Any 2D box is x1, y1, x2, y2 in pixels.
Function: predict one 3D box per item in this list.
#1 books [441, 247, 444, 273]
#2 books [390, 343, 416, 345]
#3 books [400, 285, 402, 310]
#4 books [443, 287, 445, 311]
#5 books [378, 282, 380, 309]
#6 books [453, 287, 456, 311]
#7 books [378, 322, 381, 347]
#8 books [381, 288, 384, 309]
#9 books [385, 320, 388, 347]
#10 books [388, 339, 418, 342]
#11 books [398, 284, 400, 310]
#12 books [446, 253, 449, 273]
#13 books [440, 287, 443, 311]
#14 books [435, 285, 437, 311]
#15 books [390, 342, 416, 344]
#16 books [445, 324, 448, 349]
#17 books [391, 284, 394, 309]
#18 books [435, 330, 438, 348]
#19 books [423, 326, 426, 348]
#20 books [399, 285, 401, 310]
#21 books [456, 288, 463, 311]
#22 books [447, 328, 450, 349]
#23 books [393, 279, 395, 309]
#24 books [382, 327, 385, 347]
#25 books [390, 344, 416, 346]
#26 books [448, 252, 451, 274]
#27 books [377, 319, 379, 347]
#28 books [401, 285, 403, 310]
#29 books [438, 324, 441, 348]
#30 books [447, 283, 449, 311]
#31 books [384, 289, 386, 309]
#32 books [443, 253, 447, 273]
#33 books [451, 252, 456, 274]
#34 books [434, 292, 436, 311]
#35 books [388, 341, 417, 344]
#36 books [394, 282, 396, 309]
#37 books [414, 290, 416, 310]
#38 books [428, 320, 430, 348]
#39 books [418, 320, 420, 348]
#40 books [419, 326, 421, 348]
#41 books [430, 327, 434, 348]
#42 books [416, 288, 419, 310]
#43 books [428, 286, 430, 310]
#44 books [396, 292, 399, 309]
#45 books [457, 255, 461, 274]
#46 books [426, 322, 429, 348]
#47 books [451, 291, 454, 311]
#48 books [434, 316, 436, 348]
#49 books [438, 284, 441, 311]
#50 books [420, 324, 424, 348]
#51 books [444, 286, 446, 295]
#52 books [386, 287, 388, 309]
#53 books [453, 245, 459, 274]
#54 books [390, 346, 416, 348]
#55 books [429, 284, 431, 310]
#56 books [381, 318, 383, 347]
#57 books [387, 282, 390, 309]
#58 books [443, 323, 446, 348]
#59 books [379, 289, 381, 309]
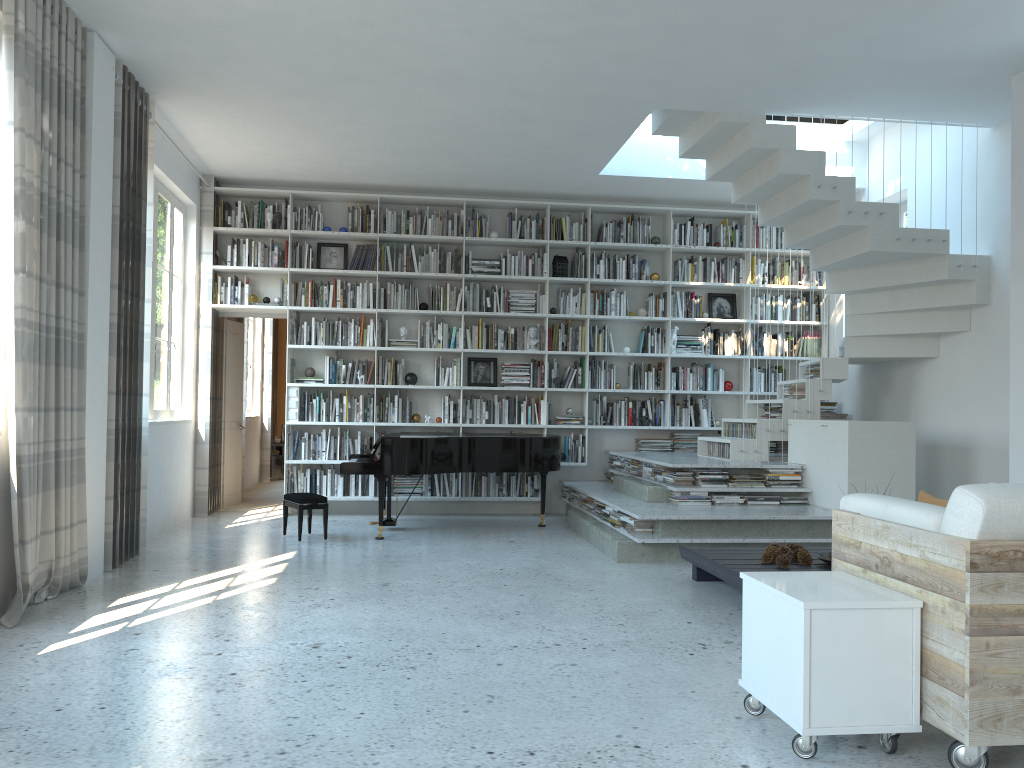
[{"bbox_3d":[-0.704,-1.221,8.895,0.022,0.290,0.146,1,-1,-7],"label":"books"},{"bbox_3d":[-1.085,-0.391,8.820,0.254,0.012,0.161,1,-2,-12],"label":"books"},{"bbox_3d":[-1.103,-0.848,8.830,0.010,0.261,0.169,1,-1,-7],"label":"books"},{"bbox_3d":[-0.683,-0.837,8.880,0.017,0.253,0.139,1,-1,-7],"label":"books"},{"bbox_3d":[-1.323,-0.864,8.809,0.012,0.285,0.159,1,-1,-7],"label":"books"},{"bbox_3d":[-0.578,-0.836,8.887,0.022,0.257,0.155,1,-1,-7],"label":"books"},{"bbox_3d":[-1.310,-0.481,8.798,0.024,0.257,0.134,1,-1,-7],"label":"books"},{"bbox_3d":[-1.289,-0.833,8.820,0.029,0.225,0.136,1,-1,-7],"label":"books"},{"bbox_3d":[-1.244,-0.490,8.808,0.021,0.278,0.136,1,-1,-7],"label":"books"},{"bbox_3d":[-1.085,-0.428,8.822,0.285,0.012,0.159,1,-2,-11],"label":"books"},{"bbox_3d":[-1.121,-0.850,8.802,0.009,0.263,0.189,1,-1,-7],"label":"books"},{"bbox_3d":[-0.651,-1.187,8.885,0.022,0.222,0.161,1,-1,-7],"label":"books"},{"bbox_3d":[-0.705,-0.833,8.853,0.013,0.243,0.189,1,-1,-7],"label":"books"},{"bbox_3d":[-0.764,-0.845,8.880,0.009,0.266,0.149,1,-1,-7],"label":"books"},{"bbox_3d":[-1.086,-0.404,8.824,0.254,0.012,0.161,1,-2,-10],"label":"books"},{"bbox_3d":[-0.661,-0.468,8.889,0.022,0.256,0.152,1,-1,-7],"label":"books"},{"bbox_3d":[-1.187,-0.850,8.809,0.024,0.262,0.177,1,-1,-7],"label":"books"},{"bbox_3d":[-0.758,-0.437,8.876,0.025,0.189,0.140,1,-1,-7],"label":"books"},{"bbox_3d":[-0.874,-0.457,8.866,0.024,0.227,0.137,1,-1,-7],"label":"books"},{"bbox_3d":[-1.111,-0.844,8.804,0.012,0.251,0.184,1,-1,-7],"label":"books"},{"bbox_3d":[-0.533,-0.825,8.871,0.064,0.237,0.209,1,-1,-7],"label":"books"},{"bbox_3d":[-0.637,-0.449,8.892,0.026,0.219,0.150,1,-1,-7],"label":"books"},{"bbox_3d":[-1.172,-0.877,8.825,0.011,0.317,0.154,1,-1,-7],"label":"books"},{"bbox_3d":[-1.272,-0.457,8.810,0.034,0.209,0.136,1,-1,-7],"label":"books"},{"bbox_3d":[-1.086,-0.379,8.822,0.254,0.012,0.161,1,-2,-11],"label":"books"},{"bbox_3d":[-0.630,-1.193,8.903,0.024,0.237,0.153,1,-1,-7],"label":"books"},{"bbox_3d":[-1.328,-0.495,8.802,0.012,0.285,0.159,1,-1,-7],"label":"books"},{"bbox_3d":[-1.093,-0.845,8.830,0.011,0.255,0.152,1,-1,-7],"label":"books"},{"bbox_3d":[-0.729,-0.465,8.861,0.028,0.247,0.170,1,-1,-7],"label":"books"},{"bbox_3d":[-0.645,-0.851,8.877,0.022,0.284,0.190,1,-1,-7],"label":"books"},{"bbox_3d":[-1.263,-0.829,8.823,0.024,0.219,0.140,1,-1,-7],"label":"books"},{"bbox_3d":[-0.676,-1.185,8.878,0.030,0.217,0.182,1,-1,-7],"label":"books"},{"bbox_3d":[-0.588,-1.206,8.889,0.055,0.264,0.167,1,-1,-7],"label":"books"},{"bbox_3d":[-0.773,-0.812,8.870,0.011,0.200,0.162,1,-1,-7],"label":"books"},{"bbox_3d":[-1.086,-0.416,8.827,0.285,0.012,0.159,1,-2,-5],"label":"books"},{"bbox_3d":[-1.159,-0.860,8.804,0.010,0.283,0.184,1,-1,-7],"label":"books"},{"bbox_3d":[-0.967,-0.823,8.855,0.012,0.218,0.151,1,-1,-7],"label":"books"},{"bbox_3d":[-0.831,-0.487,8.845,0.012,0.286,0.167,1,-1,-7],"label":"books"},{"bbox_3d":[-0.928,-0.488,8.836,0.012,0.285,0.159,1,-1,-7],"label":"books"},{"bbox_3d":[-0.919,-0.461,8.850,0.010,0.232,0.154,1,-1,-7],"label":"books"},{"bbox_3d":[-0.803,-0.455,8.864,0.048,0.224,0.149,1,-1,-7],"label":"books"},{"bbox_3d":[-0.942,-0.830,8.849,0.031,0.232,0.148,1,-1,-7],"label":"books"},{"bbox_3d":[-0.831,-0.840,8.869,0.005,0.254,0.161,1,-1,-7],"label":"books"},{"bbox_3d":[-1.143,-0.811,8.823,0.029,0.186,0.149,1,-1,-7],"label":"books"},{"bbox_3d":[-0.534,-1.178,8.920,0.028,0.211,0.134,1,-1,-7],"label":"books"},{"bbox_3d":[-0.849,-0.478,8.854,0.022,0.267,0.151,1,-1,-7],"label":"books"},{"bbox_3d":[-0.603,-0.815,8.893,0.024,0.216,0.142,1,-1,-7],"label":"books"},{"bbox_3d":[-0.773,-0.507,8.860,0.010,0.329,0.173,1,-1,-7],"label":"books"},{"bbox_3d":[-0.732,-0.855,8.884,0.033,0.287,0.155,1,-1,-7],"label":"books"},{"bbox_3d":[-0.897,-0.469,8.834,0.030,0.247,0.174,1,-1,-7],"label":"books"},{"bbox_3d":[-0.672,-0.843,8.881,0.004,0.265,0.142,1,-1,-7],"label":"books"},{"bbox_3d":[-1.243,-0.840,8.812,0.012,0.240,0.134,1,-1,-7],"label":"books"},{"bbox_3d":[-0.573,-1.225,8.891,0.058,0.302,0.175,1,-1,-7],"label":"books"},{"bbox_3d":[-1.087,-0.366,8.830,0.254,0.012,0.161,1,-2,-7],"label":"books"},{"bbox_3d":[-0.823,-0.850,8.878,0.012,0.276,0.129,1,-1,-7],"label":"books"},{"bbox_3d":[-1.295,-0.501,8.819,0.011,0.298,0.135,1,-1,-7],"label":"books"},{"bbox_3d":[-1.224,-0.859,8.808,0.026,0.279,0.151,1,-1,-7],"label":"books"},{"bbox_3d":[-0.681,-0.471,8.866,0.023,0.260,0.170,1,-1,-7],"label":"books"},{"bbox_3d":[-1.308,-0.825,8.793,0.015,0.207,0.186,1,-1,-7],"label":"books"}]
